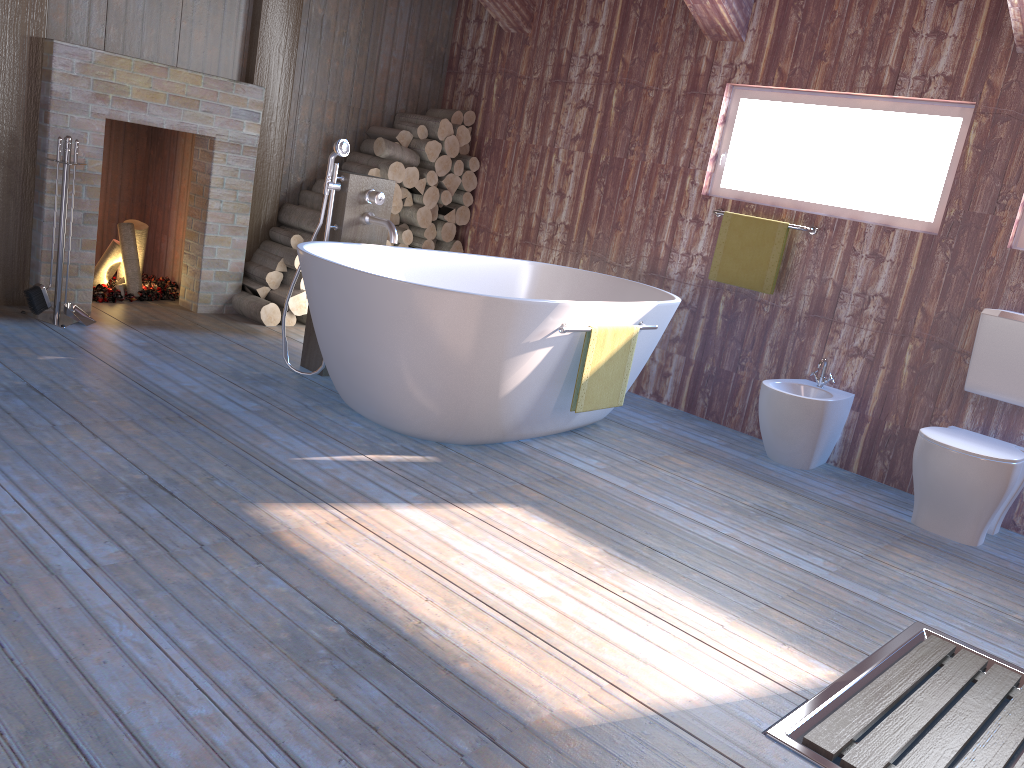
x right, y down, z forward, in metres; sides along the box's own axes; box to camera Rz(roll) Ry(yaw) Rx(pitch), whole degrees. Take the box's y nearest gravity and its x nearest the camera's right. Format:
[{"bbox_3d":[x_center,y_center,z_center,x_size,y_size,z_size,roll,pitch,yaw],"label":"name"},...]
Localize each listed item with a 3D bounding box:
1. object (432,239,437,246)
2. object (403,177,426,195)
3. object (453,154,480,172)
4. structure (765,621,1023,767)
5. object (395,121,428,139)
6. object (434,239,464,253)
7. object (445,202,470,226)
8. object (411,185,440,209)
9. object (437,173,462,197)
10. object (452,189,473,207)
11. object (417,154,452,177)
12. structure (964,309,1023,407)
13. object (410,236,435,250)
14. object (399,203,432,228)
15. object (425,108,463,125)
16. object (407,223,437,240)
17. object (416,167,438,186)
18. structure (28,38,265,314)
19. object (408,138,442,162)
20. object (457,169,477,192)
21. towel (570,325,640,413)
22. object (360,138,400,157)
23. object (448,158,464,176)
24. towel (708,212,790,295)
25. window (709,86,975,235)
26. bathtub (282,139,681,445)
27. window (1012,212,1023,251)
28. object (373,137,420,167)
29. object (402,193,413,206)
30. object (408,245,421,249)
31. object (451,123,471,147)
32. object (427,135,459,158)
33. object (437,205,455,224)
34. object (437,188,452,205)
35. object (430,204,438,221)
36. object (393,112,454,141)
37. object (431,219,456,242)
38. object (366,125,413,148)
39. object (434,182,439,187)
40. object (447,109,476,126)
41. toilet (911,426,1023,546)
[{"bbox_3d":[-0.676,-0.984,6.111,0.319,0.106,0.118,21,16,37],"label":"object"},{"bbox_3d":[-0.735,-1.305,5.740,0.424,0.124,0.109,21,17,39],"label":"object"},{"bbox_3d":[-0.404,-1.523,6.020,0.438,0.109,0.102,22,17,40],"label":"object"},{"bbox_3d":[1.246,0.913,2.011,1.000,0.067,1.000,22,17,39],"label":"structure"},{"bbox_3d":[-0.644,-1.627,5.687,0.227,0.097,0.094,22,17,41],"label":"object"},{"bbox_3d":[-0.542,-0.968,6.146,0.455,0.137,0.139,21,17,38],"label":"object"},{"bbox_3d":[-0.493,-1.144,6.105,0.439,0.256,0.137,22,17,40],"label":"object"},{"bbox_3d":[-0.673,-1.256,5.837,0.439,0.157,0.136,22,17,40],"label":"object"},{"bbox_3d":[-0.564,-1.370,5.954,0.482,0.151,0.172,22,17,41],"label":"object"},{"bbox_3d":[-0.449,-1.301,6.069,0.438,0.109,0.102,22,17,40],"label":"object"},{"bbox_3d":[-0.598,-1.456,5.833,0.440,0.151,0.143,22,17,40],"label":"object"},{"bbox_3d":[2.118,-0.103,3.690,0.358,0.363,0.182,22,17,40],"label":"structure"},{"bbox_3d":[-0.660,-0.941,5.946,0.289,0.117,0.116,21,16,37],"label":"object"},{"bbox_3d":[-0.724,-1.135,5.833,0.437,0.143,0.141,21,17,38],"label":"object"},{"bbox_3d":[-0.454,-1.771,5.908,0.270,0.121,0.104,22,17,41],"label":"object"},{"bbox_3d":[-0.645,-1.046,5.923,0.301,0.113,0.114,21,16,37],"label":"object"},{"bbox_3d":[-0.662,-1.377,5.789,0.438,0.109,0.102,22,17,40],"label":"object"},{"bbox_3d":[-1.957,-1.034,4.768,0.226,1.330,1.130,22,17,39],"label":"structure"},{"bbox_3d":[-0.660,-1.542,5.752,0.458,0.148,0.139,22,17,40],"label":"object"},{"bbox_3d":[-0.436,-1.415,6.038,0.439,0.152,0.147,22,17,40],"label":"object"},{"bbox_3d":[0.392,-0.068,3.696,0.032,0.361,0.370,20,16,36],"label":"towel"},{"bbox_3d":[-0.842,-1.502,5.687,0.291,0.130,0.113,22,17,41],"label":"object"},{"bbox_3d":[-0.500,-1.474,5.932,0.437,0.106,0.089,22,17,41],"label":"object"},{"bbox_3d":[1.206,-0.671,4.526,0.370,0.361,0.032,22,17,40],"label":"towel"},{"bbox_3d":[1.581,-1.128,4.386,1.255,0.587,0.054,22,17,40],"label":"window"},{"bbox_3d":[-0.021,-0.385,3.987,1.935,1.109,1.460,4,15,-26],"label":"bathtub"},{"bbox_3d":[2.672,-0.686,3.383,1.255,0.587,0.054,22,17,40],"label":"window"},{"bbox_3d":[-0.719,-1.440,5.543,0.121,0.157,0.302,22,17,41],"label":"object"},{"bbox_3d":[-0.753,-1.221,5.768,0.280,0.096,0.085,22,17,41],"label":"object"},{"bbox_3d":[-0.751,-0.892,5.908,0.423,0.112,0.115,22,17,40],"label":"object"},{"bbox_3d":[-0.474,-1.672,5.907,0.456,0.142,0.133,22,17,41],"label":"object"},{"bbox_3d":[-0.547,-1.589,5.832,0.437,0.143,0.141,21,17,38],"label":"object"},{"bbox_3d":[-0.555,-1.180,6.004,0.423,0.112,0.115,22,17,40],"label":"object"},{"bbox_3d":[-0.581,-1.282,5.926,0.438,0.109,0.102,22,17,40],"label":"object"},{"bbox_3d":[-0.630,-1.171,5.902,0.302,0.118,0.111,21,17,39],"label":"object"},{"bbox_3d":[-0.578,-1.679,5.785,0.456,0.139,0.135,22,17,41],"label":"object"},{"bbox_3d":[-0.582,-1.070,6.035,0.437,0.133,0.137,21,17,38],"label":"object"},{"bbox_3d":[-0.792,-1.586,5.708,0.319,0.121,0.140,22,17,41],"label":"object"},{"bbox_3d":[-0.607,-1.329,5.844,0.278,0.090,0.095,22,17,41],"label":"object"},{"bbox_3d":[-0.379,-1.799,5.983,0.271,0.113,0.112,22,17,40],"label":"object"},{"bbox_3d":[1.831,0.419,3.610,0.375,0.400,0.534,22,17,40],"label":"toilet"}]
